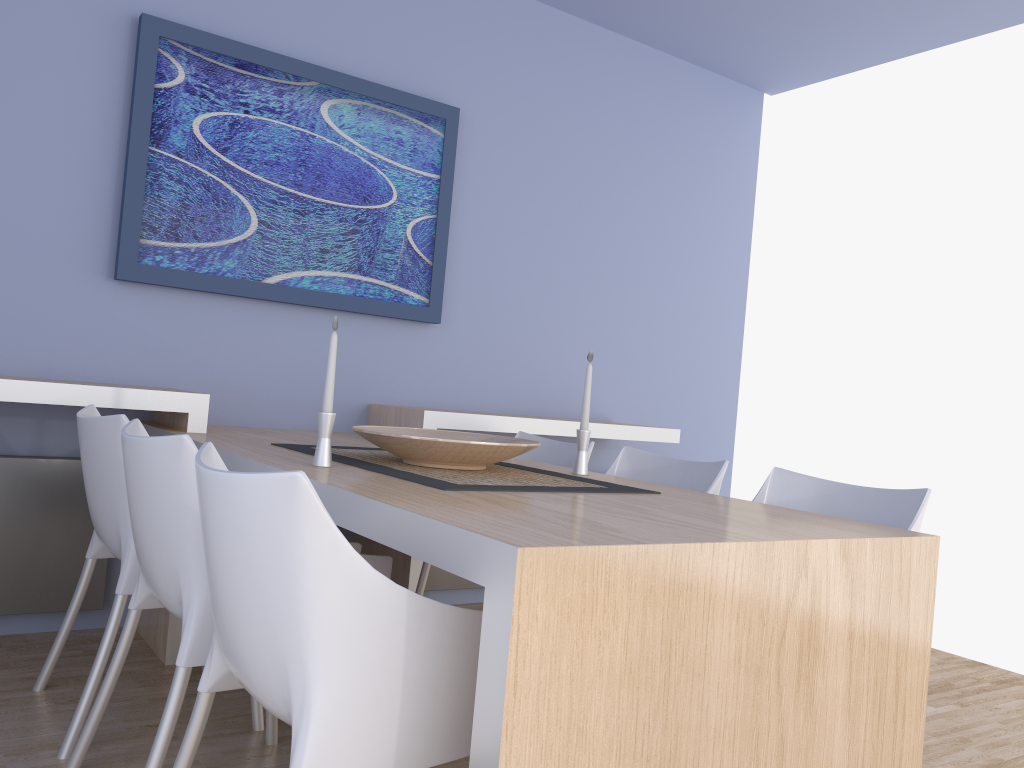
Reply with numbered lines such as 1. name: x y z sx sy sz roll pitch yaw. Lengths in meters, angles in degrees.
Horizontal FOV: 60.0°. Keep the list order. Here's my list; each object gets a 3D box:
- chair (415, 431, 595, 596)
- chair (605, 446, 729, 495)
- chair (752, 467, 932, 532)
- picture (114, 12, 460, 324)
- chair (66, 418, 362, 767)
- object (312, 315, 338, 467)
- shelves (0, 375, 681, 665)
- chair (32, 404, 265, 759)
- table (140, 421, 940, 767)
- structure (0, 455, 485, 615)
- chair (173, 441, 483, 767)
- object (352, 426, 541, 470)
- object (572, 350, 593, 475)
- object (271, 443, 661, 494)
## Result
1. chair: -0.020 0.565 3.048 0.486 0.793 0.510 6 -1 -34
2. chair: 0.311 0.587 2.564 0.486 0.793 0.510 6 -1 -34
3. chair: 0.647 0.608 2.072 0.486 0.793 0.510 6 -1 -34
4. picture: -0.783 -0.750 3.349 1.252 0.901 0.049 6 -1 -34
5. chair: -0.619 0.493 1.898 0.486 0.793 0.510 6 -1 -34
6. object: -0.420 0.014 2.034 0.045 0.349 0.045 5 -1 7
7. shelves: -1.021 0.452 3.020 3.901 0.840 0.463 6 -1 -34
8. chair: -0.943 0.472 2.372 0.486 0.793 0.510 6 -1 -34
9. table: -0.272 0.569 2.396 1.002 0.718 2.340 6 -1 -34
10. structure: -1.075 0.535 3.205 3.843 0.503 0.064 6 -1 -34
11. chair: -0.295 0.514 1.424 0.486 0.793 0.510 6 -1 -34
12. object: -0.173 0.172 2.320 0.493 0.081 0.493 5 -1 -16
13. object: 0.204 0.076 2.463 0.045 0.349 0.045 6 -1 -34
14. object: -0.173 0.214 2.319 0.594 0.005 0.986 6 -1 -35
